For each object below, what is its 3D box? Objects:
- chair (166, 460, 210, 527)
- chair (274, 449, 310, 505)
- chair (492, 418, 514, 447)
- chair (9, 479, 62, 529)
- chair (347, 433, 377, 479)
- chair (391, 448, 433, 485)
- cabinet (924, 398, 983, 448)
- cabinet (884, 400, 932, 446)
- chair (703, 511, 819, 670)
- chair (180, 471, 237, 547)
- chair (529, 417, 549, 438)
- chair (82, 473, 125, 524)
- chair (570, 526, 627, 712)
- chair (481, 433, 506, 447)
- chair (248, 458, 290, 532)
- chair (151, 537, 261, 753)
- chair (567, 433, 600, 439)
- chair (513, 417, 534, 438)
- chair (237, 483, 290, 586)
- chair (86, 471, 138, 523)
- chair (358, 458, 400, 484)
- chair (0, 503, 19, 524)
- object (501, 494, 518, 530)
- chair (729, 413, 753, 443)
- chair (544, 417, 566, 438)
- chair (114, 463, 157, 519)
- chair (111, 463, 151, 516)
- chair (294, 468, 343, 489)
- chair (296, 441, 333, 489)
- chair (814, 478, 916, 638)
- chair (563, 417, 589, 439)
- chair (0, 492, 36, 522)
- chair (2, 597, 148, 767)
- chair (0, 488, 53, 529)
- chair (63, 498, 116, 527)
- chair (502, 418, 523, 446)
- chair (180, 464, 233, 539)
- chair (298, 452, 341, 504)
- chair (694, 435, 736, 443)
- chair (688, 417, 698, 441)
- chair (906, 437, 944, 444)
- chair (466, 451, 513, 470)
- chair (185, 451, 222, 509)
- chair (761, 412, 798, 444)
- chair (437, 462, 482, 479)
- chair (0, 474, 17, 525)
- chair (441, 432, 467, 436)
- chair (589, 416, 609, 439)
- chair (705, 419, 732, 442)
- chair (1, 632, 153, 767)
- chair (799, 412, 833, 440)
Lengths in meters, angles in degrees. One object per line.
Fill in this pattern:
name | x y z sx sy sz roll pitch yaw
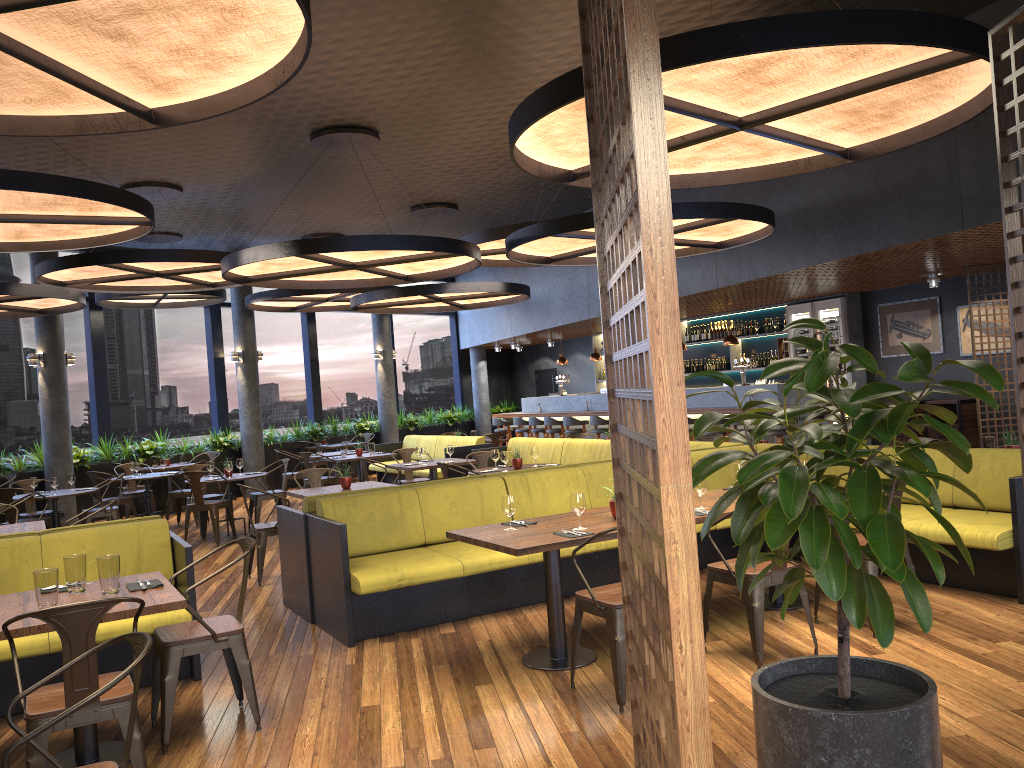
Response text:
chair | -4.605 1.561 12.619 0.541 0.917 0.504 -4 0 1
chair | -3.555 1.496 14.414 0.541 0.917 0.504 -4 0 -10
chair | -0.142 1.206 18.432 0.483 1.048 0.438 -4 0 32
chair | -5.900 1.646 11.004 0.541 0.917 0.504 -5 -1 43
chair | -3.065 1.486 18.141 0.504 0.917 0.541 -4 0 26
chair | -1.279 1.308 11.658 0.504 0.917 0.541 -4 0 -29
cabinet | 6.104 0.722 12.266 0.473 1.007 0.553 -4 0 -29
cabinet | 5.770 0.751 12.875 0.473 1.007 0.553 -4 0 -29
chair | 1.383 1.064 4.978 0.504 0.917 0.541 -4 0 -29
chair | -3.684 1.480 10.709 0.504 0.917 0.541 -4 0 11
chair | 0.589 1.143 17.215 0.483 1.048 0.438 -4 0 32
chair | -5.027 1.581 10.924 0.541 0.917 0.504 -4 0 -29
chair | 0.596 1.120 4.544 0.504 0.917 0.541 -4 0 -29
chair | -0.353 1.260 14.604 0.504 0.917 0.541 -4 0 -29
chair | -3.126 1.444 11.484 0.541 0.917 0.504 -4 0 -29
chair | -1.549 1.278 4.502 0.541 0.917 0.504 -4 0 -29
chair | 1.062 1.138 12.209 0.504 0.917 0.541 -4 0 -29
chair | 0.292 1.169 17.732 0.483 1.048 0.438 -4 0 32
chair | -2.246 1.356 8.259 0.541 0.917 0.504 -4 0 -29
chair | -5.495 1.624 12.153 0.504 0.917 0.541 -5 0 34
chair | -1.545 1.321 10.713 0.541 0.917 0.504 -4 0 -29
chair | -4.560 1.524 7.722 0.504 0.917 0.541 -4 0 -29
object | -0.015 0.765 5.292 0.097 0.206 0.097 -4 0 17
chair | 3.254 0.911 12.234 0.438 1.048 0.483 -4 0 0
chair | 0.851 1.119 16.579 0.438 1.048 0.483 -4 0 0
chair | -5.561 1.636 13.105 0.504 0.917 0.541 -4 -1 -38
chair | -6.029 1.677 14.058 0.541 0.917 0.504 -4 -1 -44
chair | -1.948 1.340 9.162 0.504 0.917 0.541 -4 0 -29
chair | -3.832 1.535 17.056 0.504 0.917 0.541 -5 0 36
chair | 2.175 1.008 5.415 0.504 0.917 0.541 -4 0 -29
chair | 1.164 1.091 15.922 0.438 1.048 0.483 -4 0 -9
chair | -4.970 1.562 8.756 0.541 0.917 0.504 -4 0 -29
chair | -1.720 1.284 3.543 0.504 0.917 0.541 -4 0 -29
chair | -5.585 1.617 10.150 0.504 0.917 0.541 -4 0 11
chair | -3.581 1.449 7.436 0.541 0.917 0.504 -4 0 -29
chair | 0.054 1.198 19.400 0.483 1.048 0.438 -4 0 0
chair | -3.999 1.509 11.563 0.541 0.917 0.504 -5 -1 43
chair | -2.827 1.432 13.037 0.504 0.917 0.541 -5 -1 39
chair | 2.344 1.027 9.838 0.504 0.917 0.541 -4 0 -29
chair | 2.636 0.965 13.488 0.438 1.048 0.483 -4 0 -15
chair | 3.663 0.912 7.476 0.504 0.917 0.541 -4 0 -29
chair | -0.206 1.216 9.895 0.504 0.917 0.541 -4 0 -29
chair | -5.253 1.627 15.141 0.504 0.917 0.541 -4 0 25
chair | 3.545 0.886 11.722 0.438 1.048 0.483 -4 0 -37
chair | -0.458 1.229 9.049 0.541 0.917 0.504 -4 0 -29
chair | -7.221 1.754 12.414 0.504 0.917 0.541 -5 0 36
chair | -0.959 1.312 15.712 0.504 0.917 0.541 -4 0 -29
chair | 1.610 1.054 15.348 0.483 1.048 0.438 -4 0 32
chair | 3.013 0.933 12.810 0.483 1.048 0.438 -4 0 32
chair | -1.312 1.248 2.598 0.541 0.917 0.504 -4 0 -29
chair | 4.164 0.842 12.020 0.483 1.048 0.438 -4 0 32
